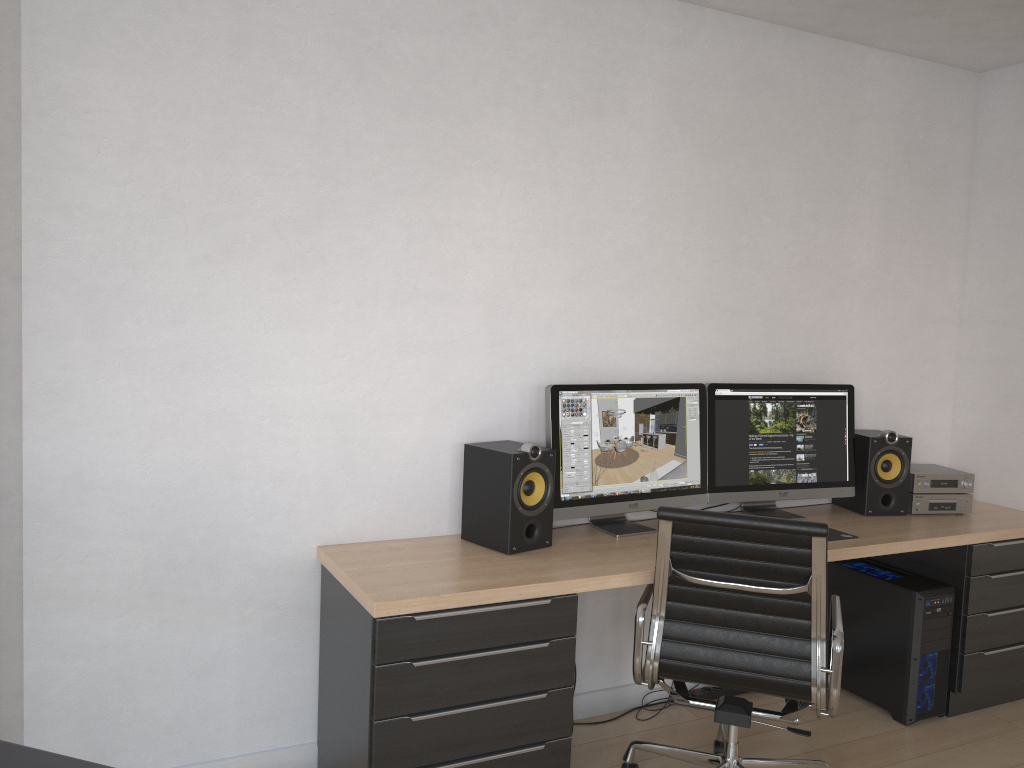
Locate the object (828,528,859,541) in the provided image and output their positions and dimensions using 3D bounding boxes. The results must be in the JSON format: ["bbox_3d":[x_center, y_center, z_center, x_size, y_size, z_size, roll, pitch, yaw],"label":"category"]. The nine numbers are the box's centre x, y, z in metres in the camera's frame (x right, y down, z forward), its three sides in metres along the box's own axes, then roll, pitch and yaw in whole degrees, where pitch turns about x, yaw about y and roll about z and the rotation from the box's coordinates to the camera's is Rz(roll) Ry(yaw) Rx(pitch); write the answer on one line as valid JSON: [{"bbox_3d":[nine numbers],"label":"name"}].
[{"bbox_3d":[1.123,0.555,3.288,0.250,0.002,0.200,0,5,-27],"label":"object"}]

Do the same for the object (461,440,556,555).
[{"bbox_3d":[-0.010,0.359,2.966,0.198,0.354,0.249,-2,6,-42],"label":"object"}]

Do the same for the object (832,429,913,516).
[{"bbox_3d":[1.523,0.358,3.751,0.198,0.354,0.249,1,5,-12],"label":"object"}]

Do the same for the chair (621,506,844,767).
[{"bbox_3d":[0.681,0.833,2.760,0.664,0.991,0.699,4,5,24],"label":"chair"}]

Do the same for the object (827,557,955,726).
[{"bbox_3d":[1.521,1.033,3.620,0.215,0.527,0.474,0,5,-27],"label":"object"}]

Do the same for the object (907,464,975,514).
[{"bbox_3d":[1.778,0.452,3.822,0.285,0.174,0.270,1,5,-12],"label":"object"}]

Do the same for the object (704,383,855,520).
[{"bbox_3d":[1.063,0.264,3.555,0.716,0.535,0.190,0,5,-22],"label":"object"}]
